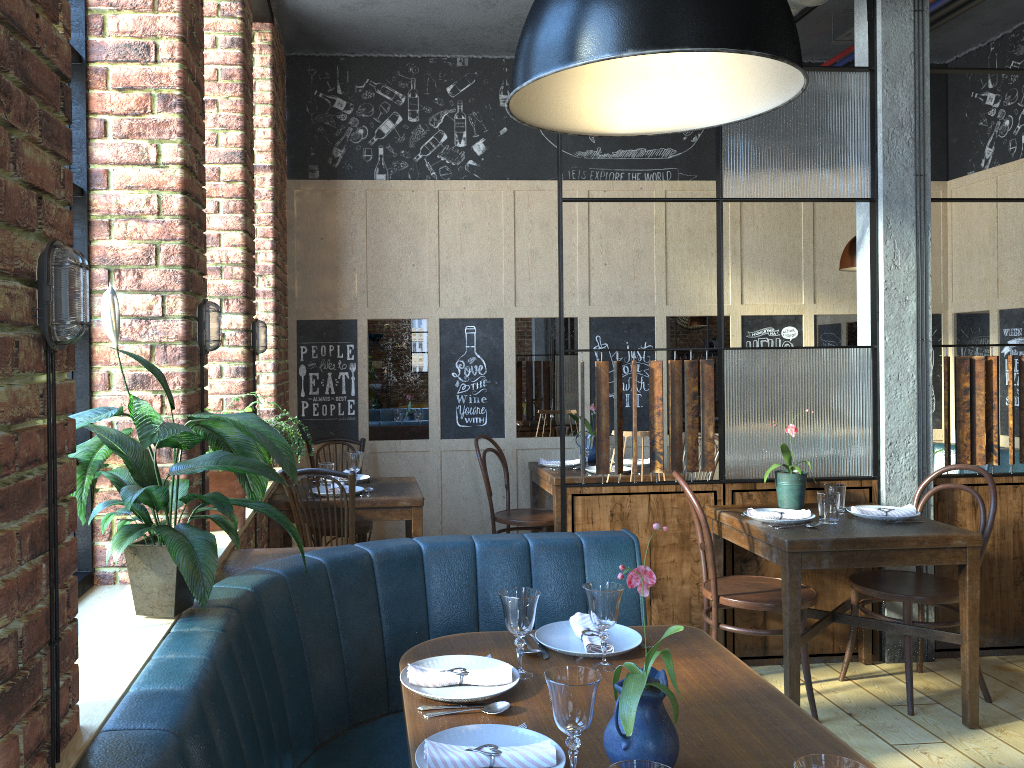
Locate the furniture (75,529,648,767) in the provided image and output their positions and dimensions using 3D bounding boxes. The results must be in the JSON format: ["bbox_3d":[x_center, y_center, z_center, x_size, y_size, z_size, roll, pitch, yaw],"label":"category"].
[{"bbox_3d":[-0.040,0.938,1.606,1.351,0.822,2.640,-1,2,-9],"label":"furniture"}]

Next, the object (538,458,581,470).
[{"bbox_3d":[0.297,0.476,5.362,0.266,0.051,0.329,-1,2,-9],"label":"object"}]

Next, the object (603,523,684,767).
[{"bbox_3d":[0.227,0.473,1.536,0.139,0.431,0.214,-1,1,11],"label":"object"}]

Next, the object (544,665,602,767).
[{"bbox_3d":[0.105,0.594,1.510,0.102,0.191,0.095,0,1,22],"label":"object"}]

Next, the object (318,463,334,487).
[{"bbox_3d":[-0.984,0.481,4.668,0.086,0.119,0.083,-1,1,10],"label":"object"}]

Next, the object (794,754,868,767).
[{"bbox_3d":[0.422,0.601,1.153,0.102,0.191,0.095,0,1,22],"label":"object"}]

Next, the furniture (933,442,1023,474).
[{"bbox_3d":[2.293,0.799,5.076,1.478,0.822,1.458,-1,1,-7],"label":"furniture"}]

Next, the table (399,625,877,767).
[{"bbox_3d":[0.231,1.016,1.618,0.814,0.660,1.556,-1,2,-9],"label":"table"}]

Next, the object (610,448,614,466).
[{"bbox_3d":[0.567,0.442,5.239,0.082,0.119,0.086,-1,1,-18],"label":"object"}]

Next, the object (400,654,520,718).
[{"bbox_3d":[-0.115,0.654,1.964,0.268,0.051,0.326,-1,2,-4],"label":"object"}]

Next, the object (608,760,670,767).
[{"bbox_3d":[0.171,0.605,1.143,0.102,0.191,0.095,0,1,22],"label":"object"}]

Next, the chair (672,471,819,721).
[{"bbox_3d":[0.937,0.815,3.558,0.560,0.920,0.430,-1,1,10],"label":"chair"}]

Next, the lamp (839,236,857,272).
[{"bbox_3d":[1.965,-1.294,4.771,0.352,1.334,0.384,-1,0,-35],"label":"lamp"}]

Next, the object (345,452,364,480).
[{"bbox_3d":[-0.803,0.447,4.511,0.094,0.191,0.103,-1,1,-36],"label":"object"}]

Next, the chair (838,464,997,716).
[{"bbox_3d":[1.675,0.803,3.624,0.538,0.920,0.448,-1,1,-15],"label":"chair"}]

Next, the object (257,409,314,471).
[{"bbox_3d":[-1.214,0.278,4.276,0.494,0.369,0.613,-1,1,-8],"label":"object"}]

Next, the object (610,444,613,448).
[{"bbox_3d":[0.582,0.436,5.451,0.082,0.119,0.086,-1,1,-18],"label":"object"}]

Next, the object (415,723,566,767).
[{"bbox_3d":[-0.037,0.665,1.564,0.268,0.051,0.326,-1,2,-4],"label":"object"}]

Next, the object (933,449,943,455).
[{"bbox_3d":[2.139,0.410,4.582,0.139,0.431,0.214,-1,1,11],"label":"object"}]

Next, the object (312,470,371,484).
[{"bbox_3d":[-0.929,0.510,4.823,0.324,0.051,0.270,-1,2,-3],"label":"object"}]

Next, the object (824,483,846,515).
[{"bbox_3d":[1.348,0.480,3.677,0.080,0.119,0.088,-1,1,-38],"label":"object"}]

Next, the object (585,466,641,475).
[{"bbox_3d":[0.570,0.483,5.051,0.324,0.051,0.270,-1,2,-3],"label":"object"}]

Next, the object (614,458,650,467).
[{"bbox_3d":[0.748,0.469,5.395,0.268,0.051,0.326,-1,2,-4],"label":"object"}]

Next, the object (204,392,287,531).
[{"bbox_3d":[-1.059,0.259,3.084,0.430,0.482,0.450,0,1,15],"label":"object"}]

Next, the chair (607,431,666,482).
[{"bbox_3d":[0.615,0.742,4.848,0.520,1.005,0.464,-1,1,-20],"label":"chair"}]

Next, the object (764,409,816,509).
[{"bbox_3d":[1.205,0.325,3.827,0.193,0.426,0.154,-1,1,-36],"label":"object"}]

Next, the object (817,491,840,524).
[{"bbox_3d":[1.248,0.488,3.475,0.080,0.119,0.088,-1,1,-38],"label":"object"}]

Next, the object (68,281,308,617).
[{"bbox_3d":[-0.771,0.146,1.962,0.601,0.751,0.741,-1,1,-9],"label":"object"}]

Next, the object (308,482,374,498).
[{"bbox_3d":[-0.853,0.522,4.384,0.324,0.051,0.270,-1,2,-3],"label":"object"}]

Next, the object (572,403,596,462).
[{"bbox_3d":[0.493,0.277,5.595,0.215,0.431,0.138,-1,0,-10],"label":"object"}]

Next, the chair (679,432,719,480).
[{"bbox_3d":[0.991,0.760,5.305,0.500,0.915,0.422,-1,1,-32],"label":"chair"}]

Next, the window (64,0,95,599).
[{"bbox_3d":[0.169,-0.621,0.355,3.279,2.429,8.942,-2,2,-41],"label":"window"}]

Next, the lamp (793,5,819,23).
[{"bbox_3d":[3.842,-1.759,1.921,6.206,0.274,7.302,-1,2,-7],"label":"lamp"}]

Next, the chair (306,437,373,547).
[{"bbox_3d":[-1.014,0.790,5.181,0.398,0.915,0.531,-1,1,-13],"label":"chair"}]

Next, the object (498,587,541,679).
[{"bbox_3d":[0.018,0.579,2.043,0.102,0.191,0.095,0,1,22],"label":"object"}]

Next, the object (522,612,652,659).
[{"bbox_3d":[0.177,0.641,2.247,0.324,0.051,0.270,-1,2,-3],"label":"object"}]

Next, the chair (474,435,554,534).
[{"bbox_3d":[0.057,0.772,5.298,0.570,0.920,0.422,0,1,25],"label":"chair"}]

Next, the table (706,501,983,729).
[{"bbox_3d":[1.299,0.908,3.579,0.744,0.727,0.758,-1,1,-7],"label":"table"}]

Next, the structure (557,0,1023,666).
[{"bbox_3d":[4.205,-0.386,2.245,5.836,3.325,6.044,-1,2,-23],"label":"structure"}]

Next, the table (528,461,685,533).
[{"bbox_3d":[0.542,0.865,5.286,0.744,0.727,0.758,-1,1,-7],"label":"table"}]

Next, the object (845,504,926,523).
[{"bbox_3d":[1.509,0.515,3.607,0.268,0.051,0.326,-1,2,-4],"label":"object"}]

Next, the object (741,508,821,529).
[{"bbox_3d":[1.078,0.523,3.532,0.268,0.051,0.326,-1,2,-4],"label":"object"}]

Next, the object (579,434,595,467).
[{"bbox_3d":[0.453,0.405,5.335,0.094,0.191,0.103,-1,1,-36],"label":"object"}]

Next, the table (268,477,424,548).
[{"bbox_3d":[-0.856,0.904,4.604,0.744,0.727,0.758,-1,1,-7],"label":"table"}]

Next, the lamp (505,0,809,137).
[{"bbox_3d":[0.246,-1.177,1.602,0.539,1.326,0.519,-1,0,10],"label":"lamp"}]

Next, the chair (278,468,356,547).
[{"bbox_3d":[-0.819,0.820,4.133,0.414,0.915,0.510,-1,1,12],"label":"chair"}]

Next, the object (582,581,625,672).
[{"bbox_3d":[0.217,0.575,2.086,0.102,0.191,0.095,0,1,22],"label":"object"}]
